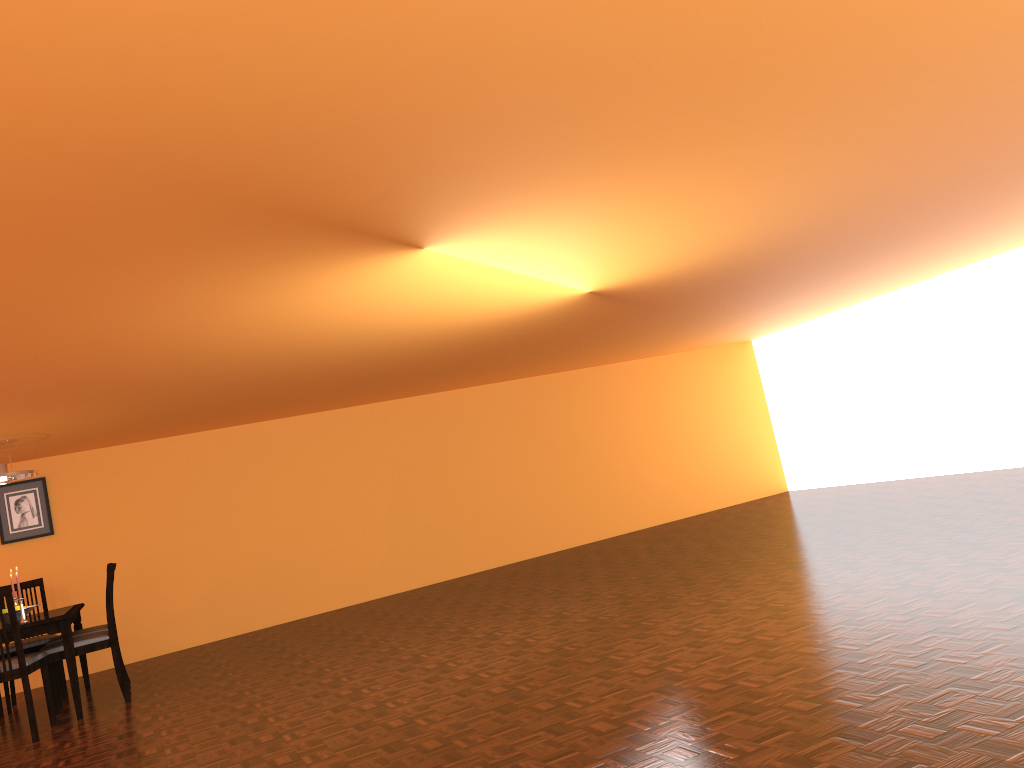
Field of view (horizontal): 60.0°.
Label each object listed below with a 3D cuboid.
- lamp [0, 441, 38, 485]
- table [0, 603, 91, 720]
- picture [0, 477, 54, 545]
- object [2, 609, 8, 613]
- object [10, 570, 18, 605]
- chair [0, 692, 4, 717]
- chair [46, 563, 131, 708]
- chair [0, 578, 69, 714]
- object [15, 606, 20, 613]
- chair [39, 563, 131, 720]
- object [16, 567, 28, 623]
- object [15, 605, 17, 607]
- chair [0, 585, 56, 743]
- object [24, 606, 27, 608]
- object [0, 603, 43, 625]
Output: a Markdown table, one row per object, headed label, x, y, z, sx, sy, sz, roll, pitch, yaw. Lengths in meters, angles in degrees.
| label | x | y | z | sx | sy | sz | roll | pitch | yaw |
| --- | --- | --- | --- | --- | --- | --- | --- | --- | --- |
| lamp | -3.318 | 0.514 | 5.725 | 0.435 | 0.274 | 0.435 | -12 | -6 | -3 |
| table | -2.921 | 1.715 | 5.307 | 0.697 | 0.584 | 1.259 | -10 | -6 | -25 |
| picture | -3.766 | 0.975 | 6.840 | 0.361 | 0.456 | 0.014 | -10 | -6 | -25 |
| object | -3.005 | 1.375 | 5.262 | 0.089 | 0.076 | 0.087 | -10 | -6 | -19 |
| object | -3.124 | 1.317 | 5.562 | 0.044 | 0.326 | 0.044 | -8 | -7 | -36 |
| chair | -3.430 | 1.719 | 5.412 | 0.465 | 0.809 | 0.373 | -9 | -6 | -25 |
| chair | -2.744 | 1.604 | 5.732 | 0.465 | 0.809 | 0.373 | -9 | -6 | -25 |
| chair | -3.253 | 1.739 | 5.977 | 0.373 | 0.809 | 0.465 | -9 | -7 | -30 |
| object | -2.921 | 1.335 | 5.241 | 0.046 | 0.046 | 0.055 | -7 | -8 | -42 |
| chair | -2.517 | 1.502 | 5.212 | 0.465 | 0.809 | 0.373 | -9 | -6 | -25 |
| object | -2.836 | 1.208 | 5.109 | 0.044 | 0.326 | 0.044 | -8 | -7 | -36 |
| object | -3.023 | 1.369 | 5.366 | 0.069 | 0.066 | 0.069 | -11 | -6 | -15 |
| chair | -2.686 | 1.481 | 4.654 | 0.373 | 0.809 | 0.465 | -10 | -6 | -20 |
| object | -2.916 | 1.350 | 5.290 | 0.046 | 0.046 | 0.055 | -15 | -7 | 28 |
| object | -2.985 | 1.390 | 5.298 | 0.337 | 0.072 | 0.337 | -16 | -7 | 31 |
